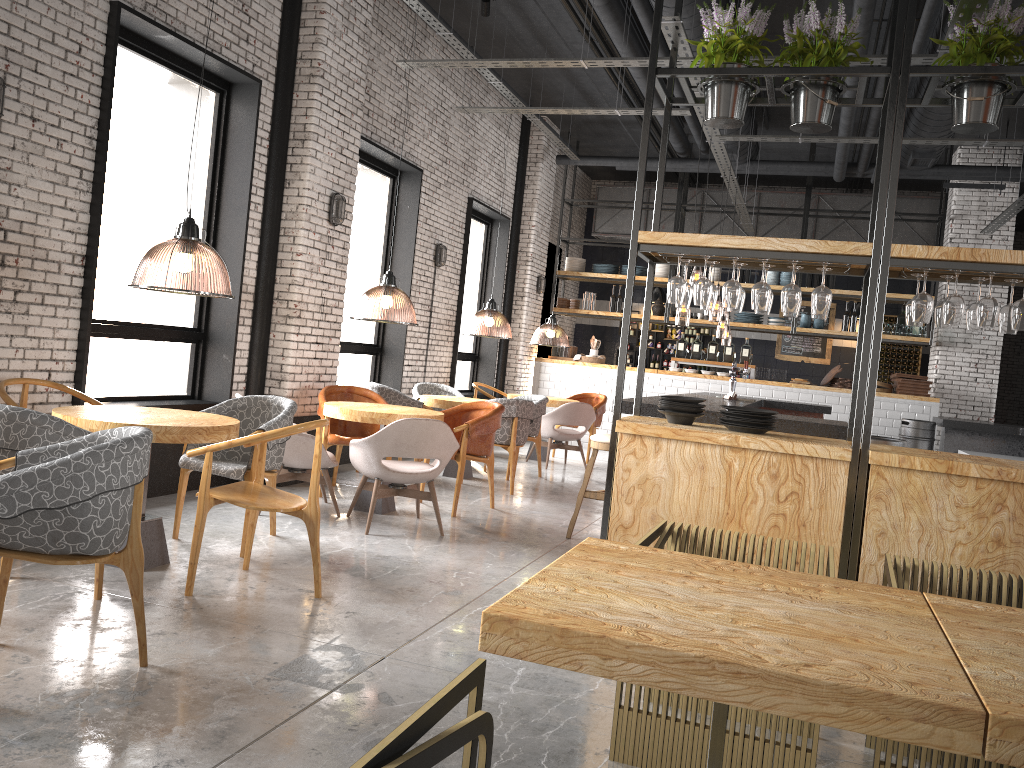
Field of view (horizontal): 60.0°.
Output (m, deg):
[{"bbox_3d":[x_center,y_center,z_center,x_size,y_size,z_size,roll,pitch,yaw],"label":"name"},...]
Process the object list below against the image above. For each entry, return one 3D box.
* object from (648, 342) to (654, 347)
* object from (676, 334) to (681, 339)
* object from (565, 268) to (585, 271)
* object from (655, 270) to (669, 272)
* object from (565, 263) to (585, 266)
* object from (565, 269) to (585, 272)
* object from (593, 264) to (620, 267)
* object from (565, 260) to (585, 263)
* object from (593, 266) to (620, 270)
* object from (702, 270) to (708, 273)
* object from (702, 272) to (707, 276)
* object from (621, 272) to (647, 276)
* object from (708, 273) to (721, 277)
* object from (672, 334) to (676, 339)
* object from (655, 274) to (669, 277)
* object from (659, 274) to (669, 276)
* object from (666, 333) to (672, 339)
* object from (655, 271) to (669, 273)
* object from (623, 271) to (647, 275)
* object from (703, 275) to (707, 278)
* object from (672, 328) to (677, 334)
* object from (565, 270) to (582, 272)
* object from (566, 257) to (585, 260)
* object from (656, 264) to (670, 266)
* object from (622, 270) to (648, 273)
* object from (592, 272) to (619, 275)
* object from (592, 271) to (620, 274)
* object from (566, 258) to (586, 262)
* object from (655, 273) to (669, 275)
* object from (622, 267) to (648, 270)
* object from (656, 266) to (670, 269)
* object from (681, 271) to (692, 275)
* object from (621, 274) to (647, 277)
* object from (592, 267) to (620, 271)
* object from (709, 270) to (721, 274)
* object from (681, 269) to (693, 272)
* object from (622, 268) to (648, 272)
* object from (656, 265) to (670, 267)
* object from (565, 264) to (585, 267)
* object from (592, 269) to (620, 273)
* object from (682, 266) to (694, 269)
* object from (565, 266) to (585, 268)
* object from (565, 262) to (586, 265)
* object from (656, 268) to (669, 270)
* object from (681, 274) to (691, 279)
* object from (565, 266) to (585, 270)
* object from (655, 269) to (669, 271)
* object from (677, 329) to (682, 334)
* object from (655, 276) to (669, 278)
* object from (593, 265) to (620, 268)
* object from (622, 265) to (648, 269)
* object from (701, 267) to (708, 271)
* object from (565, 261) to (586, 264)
[{"bbox_3d":[2.691,-0.770,17.146,0.092,0.108,0.105,6,2,30],"label":"object"},{"bbox_3d":[3.201,-0.904,16.979,0.092,0.108,0.105,6,2,30],"label":"object"},{"bbox_3d":[1.032,-1.873,14.579,0.335,0.039,0.335,6,2,6],"label":"object"},{"bbox_3d":[2.386,-1.779,14.125,0.334,0.040,0.335,5,2,-27],"label":"object"},{"bbox_3d":[1.039,-1.947,14.579,0.334,0.043,0.335,5,2,-32],"label":"object"},{"bbox_3d":[1.030,-1.854,14.580,0.334,0.042,0.335,5,2,-33],"label":"object"},{"bbox_3d":[1.532,-1.918,14.412,0.454,0.050,0.453,7,2,32],"label":"object"},{"bbox_3d":[1.045,-2.005,14.577,0.335,0.040,0.335,6,2,8],"label":"object"},{"bbox_3d":[1.528,-1.870,14.413,0.454,0.043,0.454,7,2,24],"label":"object"},{"bbox_3d":[2.972,-1.739,13.930,0.196,0.107,0.196,5,2,-10],"label":"object"},{"bbox_3d":[2.967,-1.694,13.936,0.197,0.101,0.196,7,2,38],"label":"object"},{"bbox_3d":[1.983,-1.748,14.260,0.454,0.045,0.454,6,2,-7],"label":"object"},{"bbox_3d":[3.166,-1.672,13.865,0.196,0.104,0.196,6,2,-6],"label":"object"},{"bbox_3d":[3.111,-0.917,17.008,0.092,0.112,0.100,6,1,5],"label":"object"},{"bbox_3d":[2.379,-1.702,14.128,0.335,0.046,0.334,6,2,-1],"label":"object"},{"bbox_3d":[2.381,-1.721,14.126,0.334,0.037,0.335,5,2,-15],"label":"object"},{"bbox_3d":[3.018,-0.925,17.040,0.088,0.108,0.107,5,1,-21],"label":"object"},{"bbox_3d":[2.385,-1.760,14.126,0.334,0.039,0.335,5,2,-15],"label":"object"},{"bbox_3d":[1.983,-1.772,14.259,0.453,0.042,0.454,5,2,-21],"label":"object"},{"bbox_3d":[2.962,-1.651,13.939,0.196,0.104,0.197,5,2,-35],"label":"object"},{"bbox_3d":[3.125,-1.015,17.005,0.088,0.108,0.107,5,1,-21],"label":"object"},{"bbox_3d":[1.029,-1.834,14.580,0.334,0.033,0.335,4,2,-33],"label":"object"},{"bbox_3d":[1.051,-2.043,14.577,0.335,0.039,0.335,6,2,9],"label":"object"},{"bbox_3d":[2.396,-1.872,14.124,0.334,0.039,0.335,6,2,-7],"label":"object"},{"bbox_3d":[1.987,-1.795,14.259,0.454,0.038,0.454,6,2,20],"label":"object"},{"bbox_3d":[1.519,-1.776,14.415,0.454,0.033,0.454,7,2,27],"label":"object"},{"bbox_3d":[1.520,-1.800,14.415,0.454,0.043,0.454,7,2,21],"label":"object"},{"bbox_3d":[1.048,-2.024,14.578,0.335,0.042,0.334,6,2,15],"label":"object"},{"bbox_3d":[2.382,-1.741,14.126,0.334,0.040,0.335,5,2,-18],"label":"object"},{"bbox_3d":[1.991,-1.842,14.257,0.454,0.050,0.454,6,2,-6],"label":"object"},{"bbox_3d":[2.392,-1.834,14.125,0.334,0.041,0.335,5,2,-12],"label":"object"},{"bbox_3d":[2.765,-1.717,14.004,0.196,0.104,0.196,5,2,-18],"label":"object"},{"bbox_3d":[1.979,-1.724,14.260,0.454,0.033,0.454,7,2,27],"label":"object"},{"bbox_3d":[1.526,-1.846,14.414,0.454,0.038,0.454,6,2,-5],"label":"object"},{"bbox_3d":[3.173,-1.716,13.863,0.196,0.104,0.197,5,2,-36],"label":"object"},{"bbox_3d":[2.771,-1.761,14.003,0.196,0.102,0.197,4,2,-43],"label":"object"},{"bbox_3d":[1.989,-1.818,14.259,0.453,0.037,0.454,5,2,-27],"label":"object"},{"bbox_3d":[2.394,-1.853,14.125,0.334,0.044,0.335,5,2,-11],"label":"object"},{"bbox_3d":[1.038,-1.931,14.579,0.335,0.038,0.334,8,3,44],"label":"object"},{"bbox_3d":[1.523,-1.823,14.415,0.454,0.044,0.454,6,2,14],"label":"object"},{"bbox_3d":[2.776,-1.805,14.001,0.196,0.100,0.197,5,2,-16],"label":"object"},{"bbox_3d":[1.036,-1.912,14.578,0.334,0.042,0.335,5,2,-21],"label":"object"},{"bbox_3d":[1.042,-1.966,14.578,0.335,0.038,0.334,7,2,39],"label":"object"},{"bbox_3d":[2.389,-1.815,14.125,0.334,0.043,0.335,6,2,2],"label":"object"},{"bbox_3d":[2.762,-1.673,14.004,0.197,0.102,0.196,7,2,31],"label":"object"},{"bbox_3d":[1.035,-1.893,14.580,0.334,0.044,0.335,5,2,-15],"label":"object"},{"bbox_3d":[2.388,-1.795,14.125,0.335,0.039,0.334,7,2,26],"label":"object"},{"bbox_3d":[3.211,-1.005,16.977,0.092,0.108,0.105,6,2,30],"label":"object"},{"bbox_3d":[2.377,-1.682,14.127,0.334,0.033,0.335,4,2,-33],"label":"object"},{"bbox_3d":[1.529,-1.894,14.414,0.454,0.047,0.454,6,2,16],"label":"object"},{"bbox_3d":[1.994,-1.865,14.258,0.454,0.039,0.454,7,2,38],"label":"object"},{"bbox_3d":[2.974,-1.783,13.932,0.197,0.102,0.196,7,2,29],"label":"object"},{"bbox_3d":[1.044,-1.985,14.578,0.334,0.035,0.335,6,2,-6],"label":"object"}]
